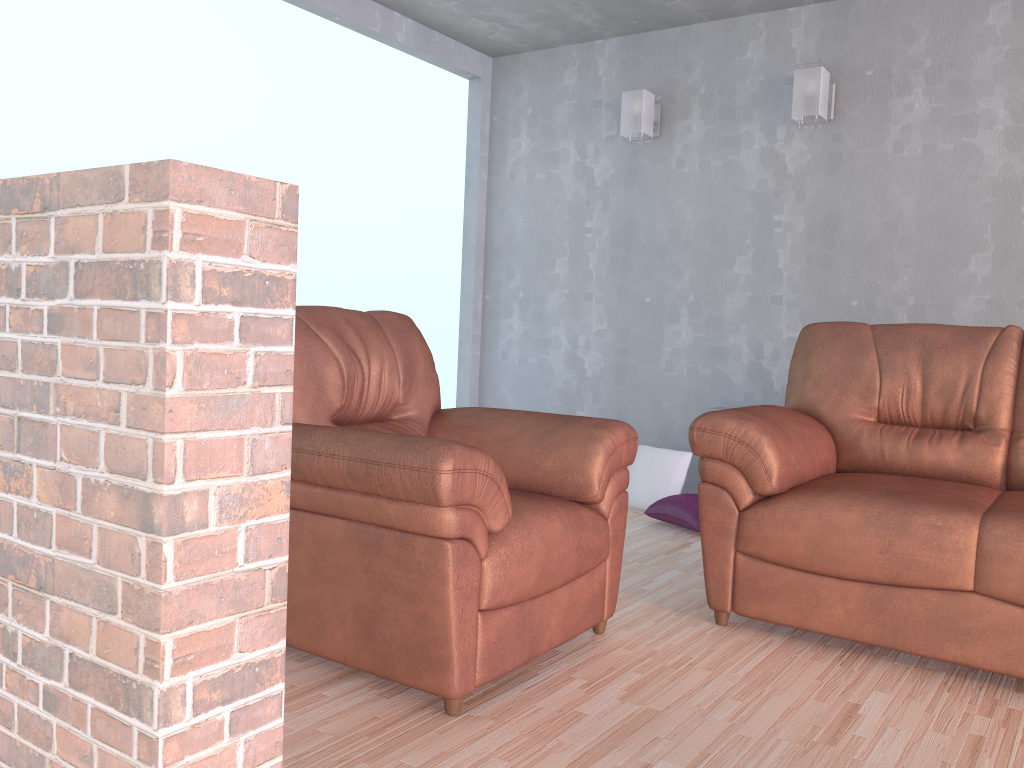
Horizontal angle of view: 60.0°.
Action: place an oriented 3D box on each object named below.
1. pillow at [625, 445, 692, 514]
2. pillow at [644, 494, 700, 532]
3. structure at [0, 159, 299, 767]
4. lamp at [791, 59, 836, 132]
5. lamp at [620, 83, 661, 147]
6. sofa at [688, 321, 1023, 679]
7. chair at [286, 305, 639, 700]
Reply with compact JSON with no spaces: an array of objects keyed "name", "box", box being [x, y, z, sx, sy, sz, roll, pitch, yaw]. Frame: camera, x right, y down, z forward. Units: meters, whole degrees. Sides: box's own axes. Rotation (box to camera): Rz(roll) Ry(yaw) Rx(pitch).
[{"name":"pillow","box":[0.708,0.486,4.440,0.327,0.326,0.241,5,4,38]},{"name":"pillow","box":[0.864,0.592,4.152,0.365,0.130,0.392,0,4,-35]},{"name":"structure","box":[-0.952,0.209,1.556,1.422,1.057,0.211,5,4,34]},{"name":"lamp","box":[1.391,-1.329,4.108,0.165,0.319,0.177,5,4,34]},{"name":"lamp","box":[0.659,-1.390,4.601,0.165,0.319,0.168,5,4,34]},{"name":"sofa","box":[1.698,0.292,2.506,2.202,0.923,0.981,5,4,34]},{"name":"chair","box":[-0.257,0.229,2.497,0.936,0.879,0.970,5,4,33]}]
